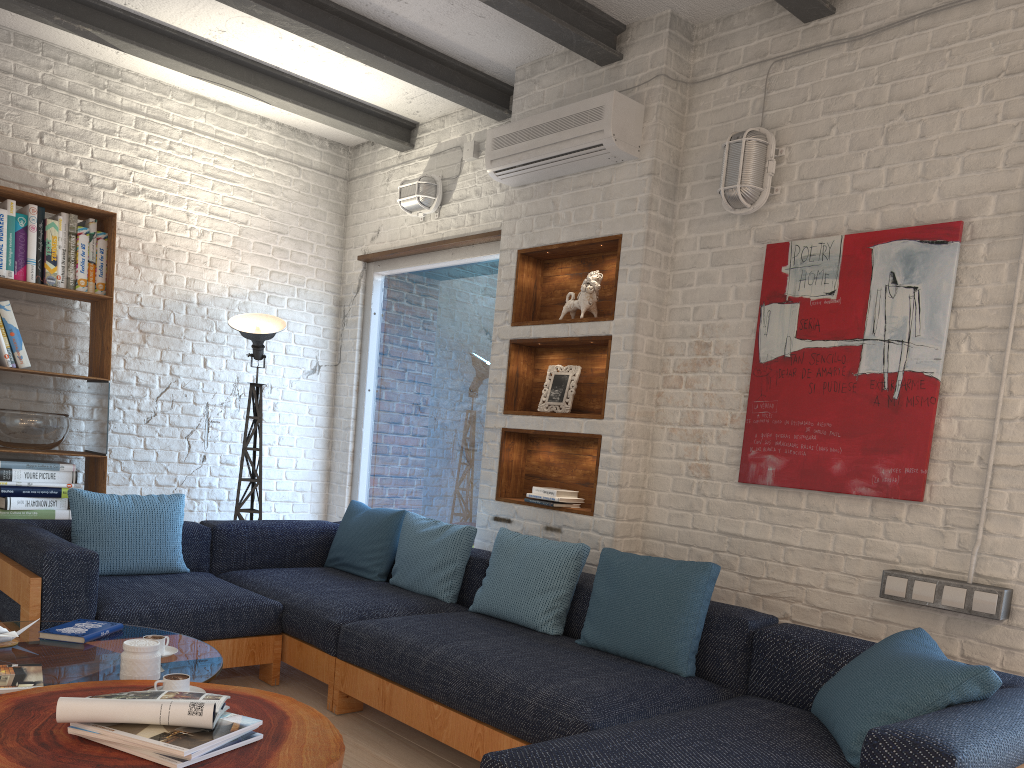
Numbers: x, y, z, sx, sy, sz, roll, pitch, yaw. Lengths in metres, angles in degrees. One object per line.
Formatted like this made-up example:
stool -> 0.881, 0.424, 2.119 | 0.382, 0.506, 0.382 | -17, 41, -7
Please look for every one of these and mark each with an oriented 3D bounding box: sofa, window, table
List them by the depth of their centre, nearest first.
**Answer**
window -> 3.447, -1.603, 1.286 | 0.647, 6.464, 12.201 | -1, 3, -43
table -> -1.226, 1.017, 2.340 | 1.083, 0.449, 1.811 | 7, -4, -37
sofa -> -0.394, 1.048, 3.247 | 2.093, 0.665, 3.908 | 8, -5, -42

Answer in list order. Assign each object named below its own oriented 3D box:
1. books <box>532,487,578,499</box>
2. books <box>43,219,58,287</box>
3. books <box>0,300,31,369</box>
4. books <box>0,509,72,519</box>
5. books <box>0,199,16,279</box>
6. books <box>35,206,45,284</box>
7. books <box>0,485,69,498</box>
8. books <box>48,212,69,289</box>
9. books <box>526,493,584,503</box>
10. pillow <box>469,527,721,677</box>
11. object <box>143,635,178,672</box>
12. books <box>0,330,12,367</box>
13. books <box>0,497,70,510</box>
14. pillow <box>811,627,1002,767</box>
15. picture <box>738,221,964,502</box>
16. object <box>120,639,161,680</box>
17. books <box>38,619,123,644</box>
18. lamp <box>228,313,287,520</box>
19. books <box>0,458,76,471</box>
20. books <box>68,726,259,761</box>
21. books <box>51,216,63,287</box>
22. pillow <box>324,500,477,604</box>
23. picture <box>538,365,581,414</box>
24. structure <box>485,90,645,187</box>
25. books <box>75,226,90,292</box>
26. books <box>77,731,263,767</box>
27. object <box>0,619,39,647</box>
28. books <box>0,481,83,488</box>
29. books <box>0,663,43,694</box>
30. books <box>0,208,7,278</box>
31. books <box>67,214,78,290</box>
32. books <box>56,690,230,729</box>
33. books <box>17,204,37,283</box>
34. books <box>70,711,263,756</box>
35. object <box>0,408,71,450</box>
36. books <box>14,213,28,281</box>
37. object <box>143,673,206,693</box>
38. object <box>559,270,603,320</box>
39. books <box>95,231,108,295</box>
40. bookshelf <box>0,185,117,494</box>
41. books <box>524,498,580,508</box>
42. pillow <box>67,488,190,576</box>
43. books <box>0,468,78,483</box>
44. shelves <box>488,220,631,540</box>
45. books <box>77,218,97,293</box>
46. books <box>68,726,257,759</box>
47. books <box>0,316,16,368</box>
books -> 0.210, 0.529, 4.246 | 0.133, 0.034, 0.204 | 7, -4, -32
books -> -2.396, -0.657, 4.466 | 0.055, 0.333, 0.251 | 0, 6, -43
books -> -2.554, -0.245, 4.418 | 0.158, 0.332, 0.251 | 1, 5, -42
books -> -2.556, 0.675, 4.602 | 0.364, 0.056, 0.279 | 8, -5, -40
books -> -2.532, -0.705, 4.351 | 0.036, 0.387, 0.240 | -1, 6, -43
books -> -2.438, -0.690, 4.443 | 0.036, 0.387, 0.240 | -1, 6, -43
books -> -2.538, 0.553, 4.557 | 0.252, 0.056, 0.328 | 2, -5, 42
books -> -2.363, -0.677, 4.530 | 0.036, 0.387, 0.240 | -1, 6, -43
books -> 0.211, 0.555, 4.243 | 0.172, 0.019, 0.234 | 9, -5, -40
pillow -> 0.291, 0.842, 3.541 | 0.255, 0.420, 1.198 | 2, 0, -43
object -> -1.101, 0.839, 2.746 | 0.268, 0.057, 0.156 | 2, -4, 40
books -> -2.608, -0.262, 4.374 | 0.125, 0.352, 0.268 | 0, 5, -42
books -> -2.531, 0.617, 4.591 | 0.242, 0.065, 0.381 | 3, -4, 34
pillow -> 1.107, 0.893, 2.495 | 0.376, 0.330, 0.563 | 5, -1, 8
picture -> 1.226, -0.072, 3.259 | 0.019, 0.969, 0.734 | -1, 6, -43
object -> -1.072, 0.799, 2.518 | 0.108, 0.109, 0.106 | 5, 1, -26
books -> -1.458, 0.837, 2.958 | 0.162, 0.023, 0.231 | 5, -4, 6
lamp -> -1.323, 0.515, 5.175 | 0.864, 1.864, 0.501 | 7, 6, 20
books -> -2.529, 0.422, 4.575 | 0.382, 0.037, 0.242 | 9, -5, -42
books -> -0.788, 0.786, 1.992 | 0.317, 0.011, 0.253 | 4, -4, 17
books -> -2.376, -0.667, 4.502 | 0.021, 0.363, 0.268 | -1, 6, -43
pillow -> -0.605, 0.855, 4.539 | 0.244, 0.402, 1.095 | 2, 0, -44
picture -> 0.239, 0.027, 4.270 | 0.191, 0.247, 0.102 | 7, 5, 38
structure -> 0.215, -1.097, 3.974 | 0.201, 0.221, 0.806 | 4, -1, -42
books -> -2.291, -0.640, 4.575 | 0.055, 0.333, 0.251 | 0, 6, -43
books -> -0.777, 0.797, 1.984 | 0.316, 0.011, 0.253 | 3, -5, 27
object -> -1.618, 0.774, 2.755 | 0.187, 0.092, 0.192 | 6, -2, -17
books -> -2.531, 0.516, 4.573 | 0.447, 0.021, 0.269 | 9, -5, -42
books -> -1.452, 0.801, 2.360 | 0.320, 0.011, 0.250 | 8, -5, -29
books -> -2.566, -0.683, 4.320 | 0.055, 0.333, 0.251 | 0, 6, -43
books -> -2.326, -0.673, 4.545 | 0.036, 0.387, 0.240 | -1, 6, -43
books -> -0.834, 0.749, 2.014 | 0.323, 0.110, 0.271 | 6, -3, -10
books -> -2.458, -0.694, 4.410 | 0.036, 0.387, 0.240 | -1, 6, -43
books -> -0.774, 0.764, 1.966 | 0.316, 0.011, 0.253 | 4, -4, 22
object -> -2.533, 0.241, 4.555 | 0.403, 0.203, 0.398 | 5, -2, -1
books -> -2.509, -0.672, 4.396 | 0.055, 0.333, 0.251 | 0, 6, -43
object -> -0.887, 0.790, 2.281 | 0.173, 0.056, 0.147 | 3, -4, 37
object -> 0.333, -0.413, 4.139 | 0.113, 0.245, 0.213 | 2, 3, -34
books -> -2.234, -0.629, 4.657 | 0.055, 0.333, 0.251 | 0, 6, -43
bookshelf -> -2.744, 0.142, 4.305 | 1.321, 2.223, 0.359 | 2, 7, -42
books -> 0.195, 0.580, 4.250 | 0.163, 0.017, 0.249 | 8, -5, -32
pillow -> -1.805, 0.706, 4.123 | 0.558, 0.412, 0.220 | 6, 3, -43
books -> -2.533, 0.474, 4.587 | 0.242, 0.065, 0.382 | 2, -5, 42
shelves -> 0.267, 0.005, 4.224 | 0.192, 1.441, 0.757 | -1, 7, -42
books -> -2.257, -0.662, 4.608 | 0.036, 0.387, 0.240 | -1, 6, -43
books -> -0.779, 0.775, 1.974 | 0.317, 0.011, 0.253 | 4, -4, 17
books -> -2.598, -0.260, 4.395 | 0.125, 0.352, 0.268 | 0, 5, -42
